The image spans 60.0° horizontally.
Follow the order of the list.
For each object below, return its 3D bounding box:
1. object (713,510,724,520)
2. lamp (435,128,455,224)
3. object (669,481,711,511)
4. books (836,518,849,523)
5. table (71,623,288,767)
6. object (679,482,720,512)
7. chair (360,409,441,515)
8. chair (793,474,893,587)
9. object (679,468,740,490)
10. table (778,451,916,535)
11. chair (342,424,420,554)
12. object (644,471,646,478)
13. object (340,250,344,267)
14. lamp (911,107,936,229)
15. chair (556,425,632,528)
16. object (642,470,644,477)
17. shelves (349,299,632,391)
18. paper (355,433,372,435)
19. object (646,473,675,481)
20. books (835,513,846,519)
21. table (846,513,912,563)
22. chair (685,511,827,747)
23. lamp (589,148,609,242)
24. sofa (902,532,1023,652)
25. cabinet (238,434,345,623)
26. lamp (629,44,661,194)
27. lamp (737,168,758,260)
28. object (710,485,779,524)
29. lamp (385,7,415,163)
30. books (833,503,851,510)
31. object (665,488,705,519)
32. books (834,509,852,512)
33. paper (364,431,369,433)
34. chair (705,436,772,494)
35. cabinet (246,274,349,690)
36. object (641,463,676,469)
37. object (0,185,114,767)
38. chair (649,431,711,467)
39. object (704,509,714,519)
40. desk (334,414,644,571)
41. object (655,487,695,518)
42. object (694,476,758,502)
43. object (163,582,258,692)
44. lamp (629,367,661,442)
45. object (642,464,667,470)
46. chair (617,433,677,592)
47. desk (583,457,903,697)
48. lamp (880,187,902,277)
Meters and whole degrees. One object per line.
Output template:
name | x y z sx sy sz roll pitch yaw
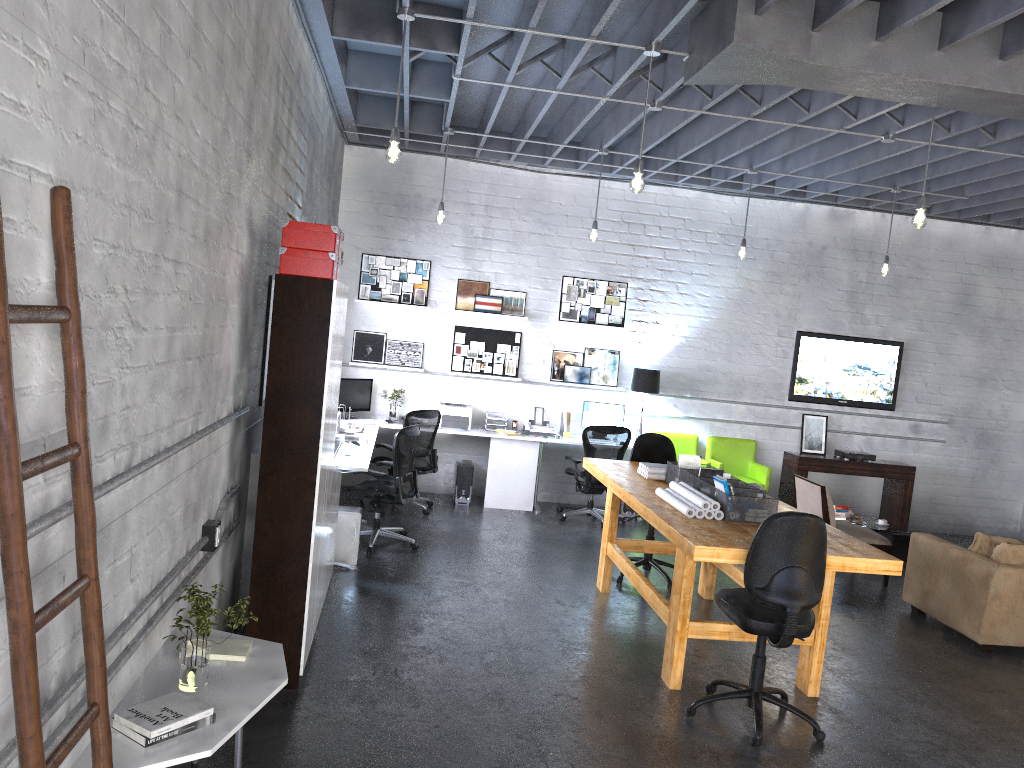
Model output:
object | 1.161 0.737 5.443 0.058 0.057 0.634 5 4 -7
lamp | -0.628 -1.927 8.248 0.104 0.879 0.104 5 5 -7
object | 1.082 0.680 5.429 0.057 0.057 0.634 5 4 -7
books | 3.269 1.371 9.006 0.174 0.045 0.239 5 4 -18
table | -1.095 1.341 3.127 0.517 0.533 1.334 5 4 -7
object | 1.139 0.685 5.436 0.057 0.057 0.634 5 4 -7
chair | -1.093 0.733 8.844 0.752 1.033 0.731 7 4 17
chair | 2.938 1.302 7.962 0.725 0.843 0.574 5 4 -7
object | 1.303 0.674 5.889 0.316 0.156 0.305 5 4 -7
table | 3.836 1.266 10.220 1.410 0.821 0.403 5 4 -7
chair | -1.096 0.824 7.381 0.753 1.033 0.731 6 4 -3
object | 1.215 0.677 6.423 0.520 0.047 0.047 5 4 -7
object | -1.044 -0.690 5.048 0.169 0.240 0.171 5 4 -8
lamp | 2.636 -1.424 5.621 0.104 0.879 0.104 5 5 -7
chair | 0.832 0.908 9.241 0.732 1.033 0.751 3 5 -38
object | 1.210 0.673 6.469 0.520 0.047 0.047 5 4 -7
shelves | -0.218 -0.416 9.694 3.024 0.695 0.198 5 4 -7
paper | -1.386 0.466 8.269 0.159 0.001 0.115 5 4 -19
object | 1.221 0.680 6.377 0.520 0.047 0.047 5 4 -7
books | 3.262 1.332 9.024 0.223 0.027 0.161 6 4 2
table | 3.504 1.557 9.203 0.873 0.300 0.872 6 4 -4
chair | 1.286 1.178 4.603 0.659 1.166 0.686 5 4 -9
lamp | 0.819 -1.788 8.431 0.104 0.879 0.104 5 5 -7
sofa | 4.352 1.632 6.764 2.330 0.629 1.103 5 4 -7
cabinet | -1.415 0.893 5.825 0.465 1.022 1.150 5 4 -7
lamp | 0.804 -1.600 5.389 0.104 0.879 0.104 5 5 -7
lamp | 2.284 -1.648 8.616 0.104 0.879 0.104 5 5 -7
object | 1.375 0.719 5.280 0.316 0.156 0.305 5 4 -7
lamp | -0.660 -1.740 5.205 0.104 0.879 0.104 5 5 -7
books | 3.443 1.290 9.320 0.185 0.041 0.128 5 4 -13
object | 1.049 0.726 5.429 0.058 0.057 0.634 5 4 -7
books | 3.440 1.322 9.331 0.208 0.024 0.144 4 4 -22
paper | -1.428 0.454 8.388 0.159 0.001 0.115 4 4 -24
chair | 2.511 1.092 9.990 0.611 0.921 0.515 5 4 -7
cabinet | -1.145 0.470 4.772 0.291 2.050 0.872 5 4 -7
object | 1.206 0.628 6.535 0.520 0.047 0.046 5 4 -7
object | -0.980 0.627 1.938 0.320 2.123 0.424 5 5 -7
chair | 1.824 1.026 9.903 0.611 0.921 0.515 5 4 -7
object | 1.105 0.731 5.436 0.057 0.058 0.634 5 4 -7
desk | -0.155 0.991 8.266 3.575 0.786 3.294 5 4 -7
object | 0.992 0.720 5.422 0.057 0.058 0.634 5 4 -7
object | 1.339 0.696 5.584 0.316 0.156 0.305 5 4 -7
object | -1.072 0.893 3.118 0.297 0.363 0.271 8 5 28
lamp | 1.447 0.245 9.818 0.333 0.833 0.333 10 6 44
object | 1.211 0.632 6.490 0.520 0.047 0.046 5 4 -7
chair | 1.175 1.006 7.164 0.659 1.166 0.686 5 4 -9
desk | 1.249 1.212 5.918 1.115 0.927 2.828 5 4 -7
lamp | 3.754 -1.507 8.801 0.104 0.879 0.104 9 6 36
